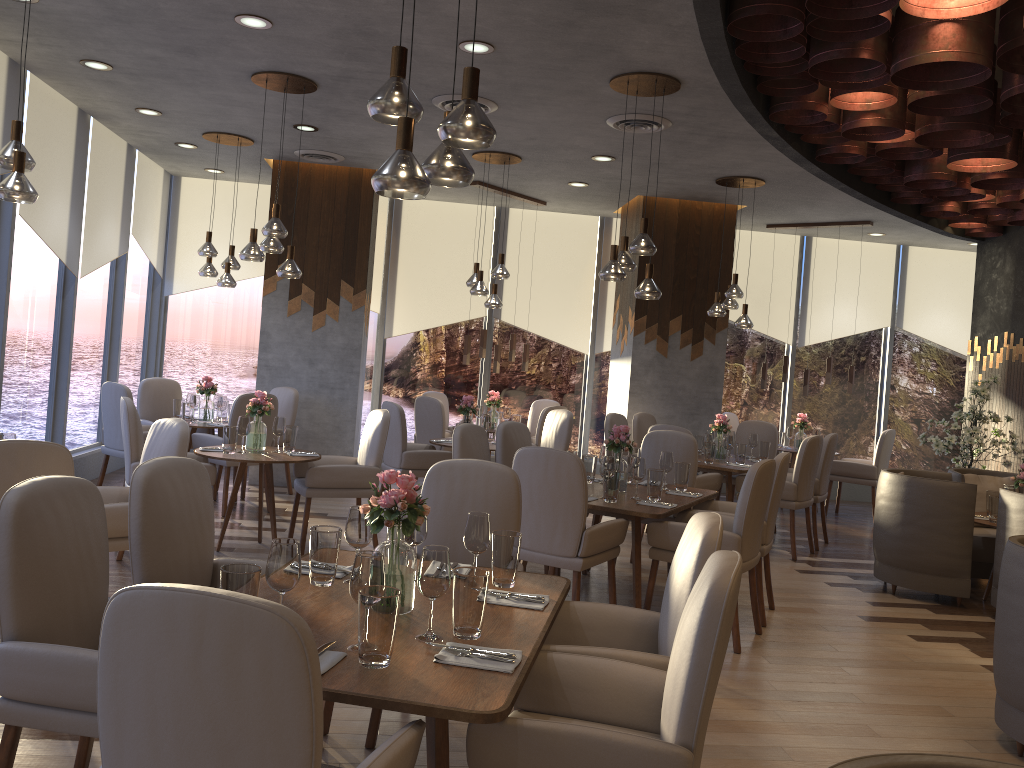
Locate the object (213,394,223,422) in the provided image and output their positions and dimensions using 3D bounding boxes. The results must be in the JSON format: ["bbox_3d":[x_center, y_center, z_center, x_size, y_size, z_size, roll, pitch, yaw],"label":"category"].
[{"bbox_3d":[-2.661,0.216,8.011,0.092,0.244,0.092,4,0,24],"label":"object"}]

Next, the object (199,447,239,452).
[{"bbox_3d":[-1.978,0.439,5.989,0.255,0.019,0.157,4,2,-23],"label":"object"}]

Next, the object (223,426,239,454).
[{"bbox_3d":[-1.865,0.371,5.863,0.102,0.178,0.102,5,0,33],"label":"object"}]

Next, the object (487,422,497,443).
[{"bbox_3d":[-0.191,0.438,8.017,0.102,0.178,0.102,4,0,-15],"label":"object"}]

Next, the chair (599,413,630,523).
[{"bbox_3d":[1.148,0.790,8.160,0.600,1.000,0.527,5,0,32],"label":"chair"}]

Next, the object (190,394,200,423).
[{"bbox_3d":[-2.766,0.216,7.717,0.092,0.244,0.092,4,0,-25],"label":"object"}]

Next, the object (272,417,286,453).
[{"bbox_3d":[-1.611,0.350,6.125,0.092,0.244,0.092,4,0,-42],"label":"object"}]

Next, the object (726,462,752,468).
[{"bbox_3d":[1.936,0.690,7.586,0.255,0.019,0.157,6,2,37],"label":"object"}]

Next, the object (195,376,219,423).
[{"bbox_3d":[-2.713,0.130,7.863,0.198,0.416,0.210,4,0,31],"label":"object"}]

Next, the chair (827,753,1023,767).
[{"bbox_3d":[0.643,1.031,1.173,0.596,0.837,0.773,5,1,44],"label":"chair"}]

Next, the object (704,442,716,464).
[{"bbox_3d":[1.691,0.591,7.596,0.102,0.178,0.102,4,0,-25],"label":"object"}]

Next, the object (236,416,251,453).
[{"bbox_3d":[-1.807,0.340,5.958,0.092,0.244,0.092,4,0,-20],"label":"object"}]

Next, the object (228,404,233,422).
[{"bbox_3d":[-2.456,0.270,7.821,0.102,0.178,0.102,4,0,-34],"label":"object"}]

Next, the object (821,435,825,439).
[{"bbox_3d":[3.492,0.667,9.885,0.102,0.178,0.102,4,0,-22],"label":"object"}]

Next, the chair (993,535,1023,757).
[{"bbox_3d":[2.295,1.088,3.598,0.596,0.837,0.773,5,1,34],"label":"chair"}]

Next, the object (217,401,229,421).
[{"bbox_3d":[-2.651,0.246,8.120,0.102,0.178,0.102,4,0,20],"label":"object"}]

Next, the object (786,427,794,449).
[{"bbox_3d":[3.118,0.604,9.952,0.092,0.244,0.092,4,0,16],"label":"object"}]

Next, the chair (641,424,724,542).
[{"bbox_3d":[1.391,0.833,7.324,0.529,1.000,0.599,5,0,37],"label":"chair"}]

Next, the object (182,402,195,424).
[{"bbox_3d":[-2.784,0.251,7.609,0.102,0.178,0.102,4,0,11],"label":"object"}]

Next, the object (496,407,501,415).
[{"bbox_3d":[-0.173,0.361,9.600,0.092,0.244,0.092,4,0,2],"label":"object"}]

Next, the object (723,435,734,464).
[{"bbox_3d":[1.893,0.569,7.744,0.092,0.244,0.092,4,0,-11],"label":"object"}]

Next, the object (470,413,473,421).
[{"bbox_3d":[-0.467,0.375,9.479,0.102,0.178,0.102,5,0,32],"label":"object"}]

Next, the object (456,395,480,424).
[{"bbox_3d":[-0.407,0.306,7.901,0.210,0.416,0.197,5,0,41],"label":"object"}]

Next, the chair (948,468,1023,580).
[{"bbox_3d":[3.666,1.102,6.813,0.774,0.837,0.595,4,0,4],"label":"chair"}]

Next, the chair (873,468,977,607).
[{"bbox_3d":[2.891,1.057,6.302,0.596,0.837,0.774,4,1,14],"label":"chair"}]

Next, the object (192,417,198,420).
[{"bbox_3d":[-2.922,0.307,8.063,0.255,0.019,0.157,6,2,38],"label":"object"}]

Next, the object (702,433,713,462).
[{"bbox_3d":[1.697,0.555,7.706,0.092,0.244,0.092,4,0,-4],"label":"object"}]

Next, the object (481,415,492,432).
[{"bbox_3d":[-0.230,0.405,7.916,0.092,0.244,0.092,4,0,39],"label":"object"}]

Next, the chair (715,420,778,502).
[{"bbox_3d":[2.306,0.864,8.700,0.529,1.000,0.599,4,0,32],"label":"chair"}]

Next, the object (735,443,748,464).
[{"bbox_3d":[1.999,0.610,7.743,0.102,0.178,0.102,4,0,-16],"label":"object"}]

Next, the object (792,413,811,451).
[{"bbox_3d":[3.204,0.529,9.807,0.197,0.416,0.210,4,0,-29],"label":"object"}]

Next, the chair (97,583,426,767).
[{"bbox_3d":[-0.509,0.845,1.788,0.528,1.000,0.599,4,0,13],"label":"chair"}]

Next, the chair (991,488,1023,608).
[{"bbox_3d":[3.448,1.124,5.450,0.774,0.837,0.595,4,0,9],"label":"chair"}]

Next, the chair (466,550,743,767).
[{"bbox_3d":[0.228,0.889,2.203,0.600,1.000,0.528,4,0,13],"label":"chair"}]

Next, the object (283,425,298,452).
[{"bbox_3d":[-1.557,0.384,6.218,0.102,0.178,0.102,4,0,14],"label":"object"}]

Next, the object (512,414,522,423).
[{"bbox_3d":[0.044,0.417,9.393,0.102,0.178,0.102,4,0,-4],"label":"object"}]

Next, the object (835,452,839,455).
[{"bbox_3d":[3.443,0.748,9.724,0.255,0.019,0.157,5,2,32],"label":"object"}]

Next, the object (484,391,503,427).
[{"bbox_3d":[-0.198,0.278,9.467,0.210,0.416,0.198,4,0,6],"label":"object"}]

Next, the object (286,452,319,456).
[{"bbox_3d":[-1.458,0.476,6.089,0.255,0.019,0.157,4,2,-22],"label":"object"}]

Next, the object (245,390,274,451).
[{"bbox_3d":[-1.760,0.252,6.157,0.197,0.416,0.210,4,0,-34],"label":"object"}]

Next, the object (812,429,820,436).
[{"bbox_3d":[3.386,0.626,9.877,0.092,0.244,0.092,4,0,-16],"label":"object"}]

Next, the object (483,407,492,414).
[{"bbox_3d":[-0.261,0.363,9.299,0.092,0.244,0.092,4,0,-32],"label":"object"}]

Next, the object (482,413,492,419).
[{"bbox_3d":[-0.266,0.399,9.190,0.102,0.178,0.102,4,0,-26],"label":"object"}]

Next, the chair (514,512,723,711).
[{"bbox_3d":[0.315,0.880,2.766,0.600,1.000,0.528,4,0,6],"label":"chair"}]

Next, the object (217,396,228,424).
[{"bbox_3d":[-2.563,0.229,7.827,0.092,0.244,0.092,4,0,-25],"label":"object"}]

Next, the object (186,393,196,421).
[{"bbox_3d":[-2.864,0.203,7.905,0.092,0.244,0.092,4,0,-4],"label":"object"}]

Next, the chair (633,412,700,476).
[{"bbox_3d":[1.472,0.802,8.623,0.600,1.000,0.527,5,0,37],"label":"chair"}]

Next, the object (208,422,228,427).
[{"bbox_3d":[-2.526,0.349,7.667,0.255,0.019,0.157,6,2,40],"label":"object"}]

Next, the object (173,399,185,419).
[{"bbox_3d":[-2.976,0.227,7.908,0.102,0.178,0.102,4,0,5],"label":"object"}]

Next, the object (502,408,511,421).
[{"bbox_3d":[-0.063,0.375,9.400,0.092,0.244,0.092,4,0,43],"label":"object"}]

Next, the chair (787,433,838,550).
[{"bbox_3d":[2.541,0.905,7.879,0.600,1.000,0.527,5,0,30],"label":"chair"}]

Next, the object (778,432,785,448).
[{"bbox_3d":[3.007,0.628,9.951,0.102,0.178,0.102,5,0,42],"label":"object"}]

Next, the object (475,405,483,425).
[{"bbox_3d":[-0.355,0.351,9.480,0.092,0.244,0.092,4,0,-29],"label":"object"}]

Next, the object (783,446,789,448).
[{"bbox_3d":[3.054,0.707,10.108,0.255,0.019,0.157,6,2,36],"label":"object"}]

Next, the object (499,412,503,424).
[{"bbox_3d":[-0.161,0.392,9.708,0.102,0.178,0.102,4,0,0],"label":"object"}]

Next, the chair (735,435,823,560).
[{"bbox_3d":[2.233,0.895,7.401,0.600,1.000,0.527,5,0,37],"label":"chair"}]

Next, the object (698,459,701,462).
[{"bbox_3d":[1.530,0.657,7.656,0.157,0.019,0.255,6,2,39],"label":"object"}]
